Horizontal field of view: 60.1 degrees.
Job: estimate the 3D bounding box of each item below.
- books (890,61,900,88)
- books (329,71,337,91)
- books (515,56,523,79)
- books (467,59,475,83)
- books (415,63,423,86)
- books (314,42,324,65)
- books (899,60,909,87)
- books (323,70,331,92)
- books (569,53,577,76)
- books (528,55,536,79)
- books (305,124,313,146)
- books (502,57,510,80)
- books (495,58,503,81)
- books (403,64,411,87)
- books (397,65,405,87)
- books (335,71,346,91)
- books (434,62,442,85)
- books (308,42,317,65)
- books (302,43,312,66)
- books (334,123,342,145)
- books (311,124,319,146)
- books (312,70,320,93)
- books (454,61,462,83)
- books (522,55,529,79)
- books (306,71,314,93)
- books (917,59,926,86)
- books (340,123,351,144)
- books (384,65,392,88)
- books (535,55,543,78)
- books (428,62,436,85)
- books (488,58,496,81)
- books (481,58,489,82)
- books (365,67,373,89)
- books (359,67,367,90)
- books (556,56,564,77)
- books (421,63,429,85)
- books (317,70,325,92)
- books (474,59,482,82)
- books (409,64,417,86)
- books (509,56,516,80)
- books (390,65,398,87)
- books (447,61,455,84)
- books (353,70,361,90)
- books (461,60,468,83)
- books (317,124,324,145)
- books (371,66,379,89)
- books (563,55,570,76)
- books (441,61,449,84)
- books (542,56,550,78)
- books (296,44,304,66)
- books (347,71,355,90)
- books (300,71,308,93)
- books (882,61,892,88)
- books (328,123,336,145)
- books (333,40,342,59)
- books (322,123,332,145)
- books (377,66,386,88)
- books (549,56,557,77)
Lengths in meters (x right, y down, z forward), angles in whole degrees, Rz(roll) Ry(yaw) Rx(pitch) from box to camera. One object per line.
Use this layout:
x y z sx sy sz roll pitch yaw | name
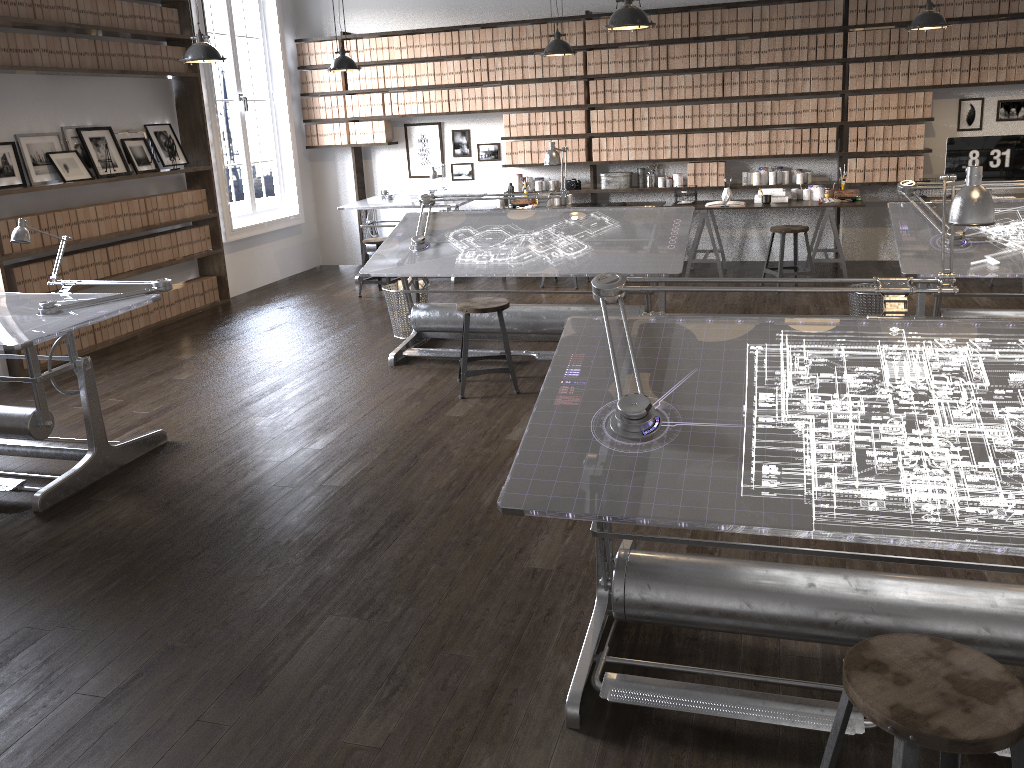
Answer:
3.394 -2.747 7.859 0.067 0.223 0.177 1 16 17 | books
-1.855 -3.207 9.356 0.067 0.223 0.177 1 16 17 | books
0.093 -3.126 8.770 0.067 0.223 0.177 1 16 17 | books
-0.390 -3.146 8.918 0.067 0.223 0.177 1 16 17 | books
-0.920 -3.166 9.077 0.067 0.223 0.177 1 16 17 | books
-1.998 -3.477 9.327 0.067 0.223 0.176 1 16 17 | books
3.460 -2.743 7.835 0.067 0.223 0.177 1 16 17 | books
-1.921 -3.208 9.370 0.067 0.223 0.177 1 16 17 | books
0.612 -3.108 8.617 0.067 0.223 0.177 1 16 17 | books
0.218 -3.123 8.735 0.067 0.223 0.177 1 16 17 | books
-2.164 -2.694 9.593 0.067 0.223 0.177 1 16 17 | books
-0.038 -3.133 8.815 0.067 0.223 0.176 1 16 17 | books
-0.107 -3.135 8.831 0.067 0.223 0.176 1 16 17 | books
-1.048 -3.171 9.116 0.067 0.223 0.177 1 16 17 | books
-1.116 -3.174 9.137 0.067 0.223 0.176 1 16 17 | books
-1.787 -3.205 9.336 0.067 0.223 0.176 1 16 17 | books
-0.723 -3.159 9.018 0.067 0.223 0.177 1 16 17 | books
-2.066 -3.479 9.343 0.067 0.223 0.176 1 16 17 | books
-2.136 -3.480 9.361 0.067 0.223 0.177 1 16 17 | books
-1.831 -2.680 9.487 0.067 0.223 0.177 1 16 17 | books
-2.094 -2.690 9.566 0.067 0.223 0.177 1 16 17 | books
-2.044 -3.214 9.410 0.067 0.223 0.177 1 16 17 | books
-0.521 -3.150 8.953 0.067 0.223 0.177 1 16 17 | books
0.158 -3.125 8.755 0.067 0.223 0.177 1 16 17 | books
-2.114 -3.216 9.429 0.067 0.223 0.177 1 16 17 | books
3.590 -2.739 7.799 0.067 0.223 0.177 1 16 17 | books
-1.760 -2.678 9.469 0.067 0.223 0.176 1 16 17 | books
-1.252 -3.179 9.178 0.067 0.223 0.177 1 16 17 | books
0.286 -3.120 8.713 0.067 0.223 0.177 1 16 17 | books
-0.791 -3.160 9.035 0.067 0.223 0.177 1 16 17 | books
-0.174 -3.139 8.856 0.067 0.223 0.177 1 16 17 | books
-0.247 -3.140 8.872 0.067 0.223 0.177 1 16 17 | books
-1.458 -3.186 9.237 0.067 0.223 0.177 1 16 17 | books
-1.520 -3.187 9.251 0.067 0.223 0.177 1 16 17 | books
0.487 -3.111 8.652 0.067 0.223 0.177 1 16 17 | books
-0.860 -3.163 9.057 0.067 0.223 0.177 1 16 17 | books
-1.983 -3.212 9.393 0.067 0.223 0.177 1 16 17 | books
-0.317 -3.144 8.898 0.067 0.223 0.177 1 16 17 | books
-0.985 -3.167 9.092 0.067 0.223 0.177 1 16 17 | books
0.030 -3.131 8.794 0.067 0.223 0.177 1 16 17 | books
-1.185 -3.175 9.153 0.067 0.223 0.176 1 16 17 | books
-0.590 -3.153 8.977 0.067 0.223 0.176 1 16 17 | books
-1.589 -3.190 9.272 0.067 0.223 0.177 1 16 17 | books
-0.452 -3.147 8.932 0.067 0.223 0.177 1 16 17 | books
-2.022 -2.689 9.550 0.067 0.223 0.177 1 16 17 | books
-1.395 -3.185 9.220 0.067 0.223 0.177 1 16 17 | books
0.553 -3.111 8.637 0.067 0.223 0.177 1 16 17 | books
-0.655 -3.157 9.000 0.067 0.223 0.176 1 16 17 | books
0.355 -3.118 8.696 0.067 0.223 0.177 1 16 17 | books
-2.205 -3.483 9.382 0.067 0.223 0.177 1 16 17 | books
-1.658 -3.194 9.296 0.067 0.223 0.176 1 16 17 | books
-2.180 -3.219 9.452 0.067 0.223 0.177 1 16 17 | books
3.327 -2.750 7.880 0.067 0.223 0.176 1 16 17 | books
-1.900 -2.682 9.507 0.067 0.223 0.177 1 16 17 | books
-1.795 -3.468 9.263 0.067 0.223 0.177 1 16 17 | books
-1.959 -2.686 9.529 0.067 0.223 0.177 1 16 17 | books
-1.325 -3.180 9.194 0.067 0.223 0.177 1 16 17 | books
0.422 -3.116 8.678 0.067 0.223 0.176 1 16 17 | books
